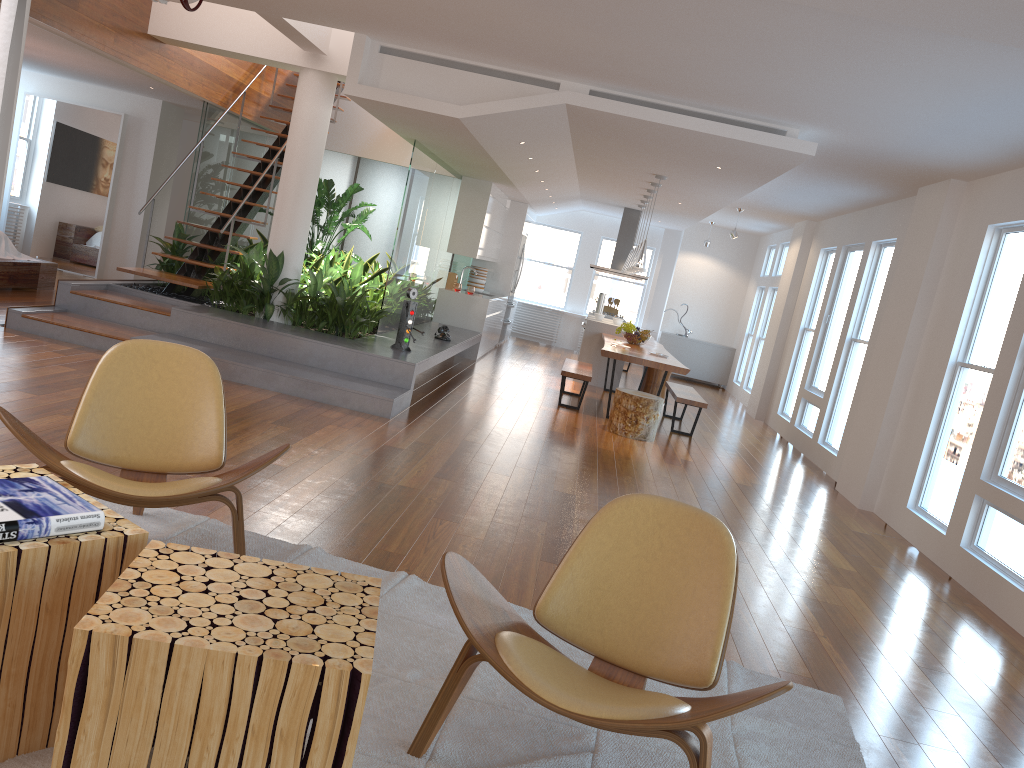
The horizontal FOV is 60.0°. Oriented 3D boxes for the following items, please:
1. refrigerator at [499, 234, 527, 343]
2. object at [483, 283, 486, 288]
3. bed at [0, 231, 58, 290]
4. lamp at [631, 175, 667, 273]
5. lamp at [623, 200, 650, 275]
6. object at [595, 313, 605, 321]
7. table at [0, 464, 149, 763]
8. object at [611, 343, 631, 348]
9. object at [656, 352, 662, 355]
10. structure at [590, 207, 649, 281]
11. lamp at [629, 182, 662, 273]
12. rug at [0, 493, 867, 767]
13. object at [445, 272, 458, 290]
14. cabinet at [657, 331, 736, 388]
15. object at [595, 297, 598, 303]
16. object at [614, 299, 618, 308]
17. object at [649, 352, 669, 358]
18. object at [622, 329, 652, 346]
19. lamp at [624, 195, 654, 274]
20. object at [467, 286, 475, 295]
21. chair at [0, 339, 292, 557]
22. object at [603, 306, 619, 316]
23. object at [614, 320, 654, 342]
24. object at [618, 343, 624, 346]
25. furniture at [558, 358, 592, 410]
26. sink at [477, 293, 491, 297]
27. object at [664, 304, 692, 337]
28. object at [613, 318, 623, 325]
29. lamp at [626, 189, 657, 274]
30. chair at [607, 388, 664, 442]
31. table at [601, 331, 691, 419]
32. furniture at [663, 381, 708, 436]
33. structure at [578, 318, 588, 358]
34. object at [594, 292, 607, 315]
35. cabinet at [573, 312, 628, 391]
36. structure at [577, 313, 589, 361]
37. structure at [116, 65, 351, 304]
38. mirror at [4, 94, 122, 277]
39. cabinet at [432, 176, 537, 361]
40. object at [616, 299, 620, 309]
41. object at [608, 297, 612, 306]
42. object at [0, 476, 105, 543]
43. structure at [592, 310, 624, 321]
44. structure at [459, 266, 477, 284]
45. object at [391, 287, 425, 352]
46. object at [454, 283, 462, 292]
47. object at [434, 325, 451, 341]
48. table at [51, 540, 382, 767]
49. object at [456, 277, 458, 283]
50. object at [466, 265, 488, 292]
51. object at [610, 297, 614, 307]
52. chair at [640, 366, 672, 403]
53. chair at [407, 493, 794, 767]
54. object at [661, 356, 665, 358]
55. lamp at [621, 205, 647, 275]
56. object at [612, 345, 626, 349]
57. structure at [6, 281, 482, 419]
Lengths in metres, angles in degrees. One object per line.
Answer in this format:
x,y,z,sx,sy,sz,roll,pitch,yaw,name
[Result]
-0.263,-1.595,14.427,0.725,1.772,0.908,13,8,4,refrigerator
-0.537,-1.541,13.642,0.284,0.196,0.265,5,11,-44,object
-6.030,-1.421,8.375,2.314,0.595,2.207,13,8,4,bed
1.433,-1.691,9.173,0.160,1.060,0.160,17,9,30,lamp
1.699,-2.024,12.033,0.160,1.060,0.160,17,9,30,lamp
1.186,-0.907,12.057,0.152,0.082,0.152,20,10,43,object
-1.288,0.543,2.120,0.548,0.534,0.489,18,9,33,table
1.181,-0.414,9.657,0.222,0.020,0.222,5,11,-45,object
1.588,-0.319,9.582,0.070,0.030,0.079,6,10,-42,object
1.793,-2.367,13.699,0.909,1.405,0.900,13,8,4,structure
1.499,-1.774,9.888,0.160,1.060,0.160,17,9,30,lamp
-0.718,0.927,1.938,3.525,0.057,3.478,14,8,8,rug
-0.812,-1.393,11.982,0.104,0.222,0.200,13,8,4,object
3.171,-0.426,15.576,1.309,0.725,0.420,13,8,4,cabinet
1.405,-1.277,14.348,0.199,0.259,0.016,15,8,14,object
1.654,-1.233,14.315,0.068,0.298,0.039,13,8,4,object
1.587,-0.313,9.583,0.222,0.020,0.222,12,8,-4,object
1.477,-0.542,10.600,0.360,0.159,0.360,8,9,-33,object
1.632,-1.941,11.318,0.160,1.060,0.160,17,9,30,lamp
-0.539,-1.231,11.654,0.094,0.106,0.094,14,8,9,object
-1.245,0.298,3.154,0.856,0.752,0.867,14,8,9,chair
1.542,-1.180,14.339,0.353,0.157,0.084,13,8,4,object
1.467,-0.611,10.608,0.394,0.284,0.292,8,9,-32,object
1.183,-0.420,9.656,0.070,0.030,0.079,8,9,-33,object
0.682,0.001,9.738,0.316,0.389,1.433,13,8,4,furniture
-0.505,-1.188,12.701,0.449,0.192,0.666,13,8,4,sink
2.933,-1.131,15.471,0.590,0.563,0.210,9,8,-25,object
1.417,-0.837,11.919,0.152,0.082,0.152,7,9,-35,object
1.566,-1.858,10.603,0.160,1.060,0.160,17,9,30,lamp
1.163,0.286,8.373,0.460,0.400,0.460,14,8,14,chair
1.504,-0.244,11.659,0.893,0.704,5.996,13,8,4,table
1.842,0.271,9.661,0.316,0.389,1.433,13,8,4,furniture
1.010,-0.615,12.565,0.072,0.648,0.644,13,8,4,structure
1.355,-1.200,13.440,0.172,0.356,0.120,7,10,-38,object
1.321,-0.542,13.053,0.597,0.832,2.936,13,8,4,cabinet
1.371,-0.680,13.951,0.649,0.735,0.890,13,8,4,structure
-1.814,-2.721,9.893,2.552,4.265,4.591,13,8,4,structure
-5.681,-2.490,11.163,1.267,2.044,0.049,13,8,4,mirror
-0.338,-1.730,13.667,0.676,2.280,4.565,13,8,4,cabinet
1.692,-1.227,14.330,0.057,0.294,0.030,13,8,4,object
1.561,-1.258,14.338,0.061,0.299,0.040,13,8,1,object
-1.158,0.286,2.014,0.279,0.048,0.334,18,9,34,object
1.505,-1.084,13.903,0.520,0.073,0.650,13,8,4,structure
-0.649,-1.425,12.716,0.248,0.536,0.115,13,8,4,structure
-0.879,-0.559,7.830,0.318,0.565,0.134,19,10,40,object
-0.711,-1.277,11.712,0.094,0.106,0.094,14,8,9,object
-0.749,-0.558,9.553,0.216,0.155,0.181,8,9,-31,object
-0.617,0.719,1.929,0.548,0.534,0.489,12,8,-8,table
-0.781,-1.393,12.230,0.100,0.170,0.173,13,8,5,object
-0.522,-1.569,13.248,0.267,0.356,0.266,17,9,29,object
1.592,-1.248,14.317,0.057,0.299,0.019,13,8,4,object
1.849,-0.014,11.525,0.396,0.455,0.402,12,8,-6,chair
0.294,0.754,2.339,0.867,0.752,0.856,7,9,-36,chair
1.590,-0.299,9.477,0.158,0.017,0.019,12,8,-1,object
1.765,-2.107,12.749,0.160,1.060,0.160,17,9,30,lamp
1.158,-0.398,9.558,0.164,0.006,0.017,14,8,9,object
-2.121,-0.579,9.501,3.088,0.386,5.584,13,8,4,structure
